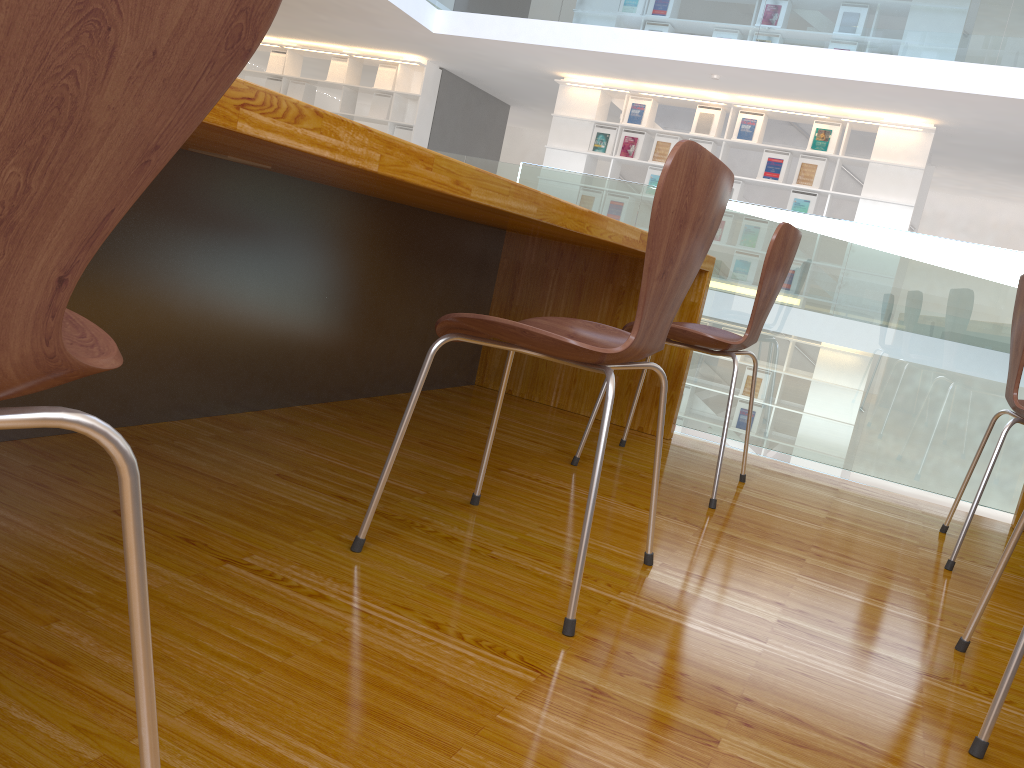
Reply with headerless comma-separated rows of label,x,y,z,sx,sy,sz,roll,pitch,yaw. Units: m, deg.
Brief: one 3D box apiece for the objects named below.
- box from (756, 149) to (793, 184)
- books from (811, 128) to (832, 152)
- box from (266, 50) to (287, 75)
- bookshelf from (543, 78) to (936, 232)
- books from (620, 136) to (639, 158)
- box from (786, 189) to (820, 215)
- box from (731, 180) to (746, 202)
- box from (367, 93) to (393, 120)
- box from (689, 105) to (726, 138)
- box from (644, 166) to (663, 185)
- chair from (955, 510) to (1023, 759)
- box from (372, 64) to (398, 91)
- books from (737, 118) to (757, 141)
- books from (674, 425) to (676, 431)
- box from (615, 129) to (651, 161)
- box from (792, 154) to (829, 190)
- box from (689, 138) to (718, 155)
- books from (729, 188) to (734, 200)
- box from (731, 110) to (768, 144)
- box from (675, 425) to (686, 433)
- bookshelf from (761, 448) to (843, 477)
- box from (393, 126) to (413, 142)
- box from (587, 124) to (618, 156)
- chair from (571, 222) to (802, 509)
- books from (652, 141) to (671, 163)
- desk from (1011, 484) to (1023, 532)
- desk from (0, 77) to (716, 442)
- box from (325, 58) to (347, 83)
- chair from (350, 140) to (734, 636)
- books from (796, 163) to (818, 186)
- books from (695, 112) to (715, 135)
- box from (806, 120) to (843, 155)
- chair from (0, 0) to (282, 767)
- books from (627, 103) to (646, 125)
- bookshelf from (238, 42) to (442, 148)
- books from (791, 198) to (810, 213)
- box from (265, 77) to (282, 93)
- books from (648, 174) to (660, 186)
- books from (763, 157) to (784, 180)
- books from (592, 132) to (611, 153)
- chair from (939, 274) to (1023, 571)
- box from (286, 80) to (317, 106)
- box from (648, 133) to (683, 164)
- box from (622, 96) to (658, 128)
box,2.532,-2.086,8.549,0.245,0.296,0.274,16,9,23
books,2.882,-2.272,8.262,0.145,0.210,0.037,16,9,23
box,-2.849,-3.939,10.943,0.245,0.296,0.274,16,9,23
bookshelf,1.994,-1.881,8.801,3.666,1.836,0.498,16,9,23
books,1.191,-2.410,9.023,0.145,0.210,0.037,16,9,23
box,2.767,-1.680,8.467,0.245,0.296,0.274,16,9,23
box,2.124,-1.860,8.747,0.245,0.296,0.274,16,9,23
box,-1.497,-3.224,10.373,0.245,0.296,0.274,16,9,23
box,1.941,-2.585,8.787,0.245,0.296,0.274,16,9,23
box,1.495,-2.037,9.021,0.245,0.296,0.274,16,9,23
chair,0.906,0.173,1.196,0.381,0.693,0.428,16,9,23
box,-1.429,-3.540,10.324,0.245,0.296,0.274,16,9,23
books,2.261,-2.448,8.533,0.145,0.210,0.037,16,9,23
books,1.573,0.491,9.020,0.145,0.210,0.037,16,9,23
box,1.248,-2.444,9.122,0.245,0.296,0.274,16,9,23
box,2.833,-1.998,8.418,0.245,0.296,0.274,16,9,23
box,1.868,-2.269,8.839,0.245,0.296,0.274,16,9,23
books,2.068,-1.817,8.658,0.145,0.210,0.037,16,9,23
box,2.312,-2.481,8.625,0.245,0.296,0.274,16,9,23
box,1.637,0.452,9.103,0.245,0.296,0.274,16,9,23
bookshelf,1.591,0.109,9.156,3.666,1.836,0.397,16,9,23
box,-1.232,-2.812,10.277,0.245,0.296,0.274,16,9,23
box,0.974,-2.521,9.228,0.245,0.296,0.274,16,9,23
chair,0.474,-0.094,2.322,0.381,0.693,0.428,16,9,23
books,1.499,-2.322,8.888,0.145,0.210,0.037,16,9,23
desk,1.217,0.319,0.961,0.760,0.606,3.356,16,9,23
desk,-0.665,0.019,1.699,1.248,1.022,3.216,16,9,23
box,-2.032,-3.711,10.584,0.245,0.296,0.274,16,9,23
chair,0.074,-0.042,1.438,0.381,0.693,0.428,16,9,23
books,2.770,-1.965,8.334,0.145,0.210,0.037,16,9,23
books,1.887,-2.551,8.696,0.145,0.210,0.037,16,9,23
box,2.944,-2.304,8.350,0.245,0.296,0.274,16,9,23
chair,-0.415,0.008,0.446,0.381,0.693,0.428,16,9,23
books,1.259,-2.729,8.969,0.145,0.210,0.037,16,9,23
bookshelf,-2.417,-3.118,10.720,2.984,1.836,0.498,16,9,23
books,2.715,-1.640,8.375,0.145,0.210,0.037,16,9,23
box,-2.917,-3.622,10.992,0.245,0.296,0.274,16,9,23
books,1.443,-1.996,8.929,0.145,0.210,0.037,16,9,23
books,2.490,-2.047,8.456,0.145,0.210,0.037,16,9,23
books,0.920,-2.482,9.142,0.145,0.210,0.037,16,9,23
chair,1.306,0.121,2.080,0.381,0.693,0.428,16,9,23
box,-2.596,-3.531,10.852,0.245,0.296,0.274,16,9,23
box,1.561,-2.355,8.972,0.245,0.296,0.274,16,9,23
box,1.311,-2.762,9.061,0.245,0.296,0.274,16,9,23
